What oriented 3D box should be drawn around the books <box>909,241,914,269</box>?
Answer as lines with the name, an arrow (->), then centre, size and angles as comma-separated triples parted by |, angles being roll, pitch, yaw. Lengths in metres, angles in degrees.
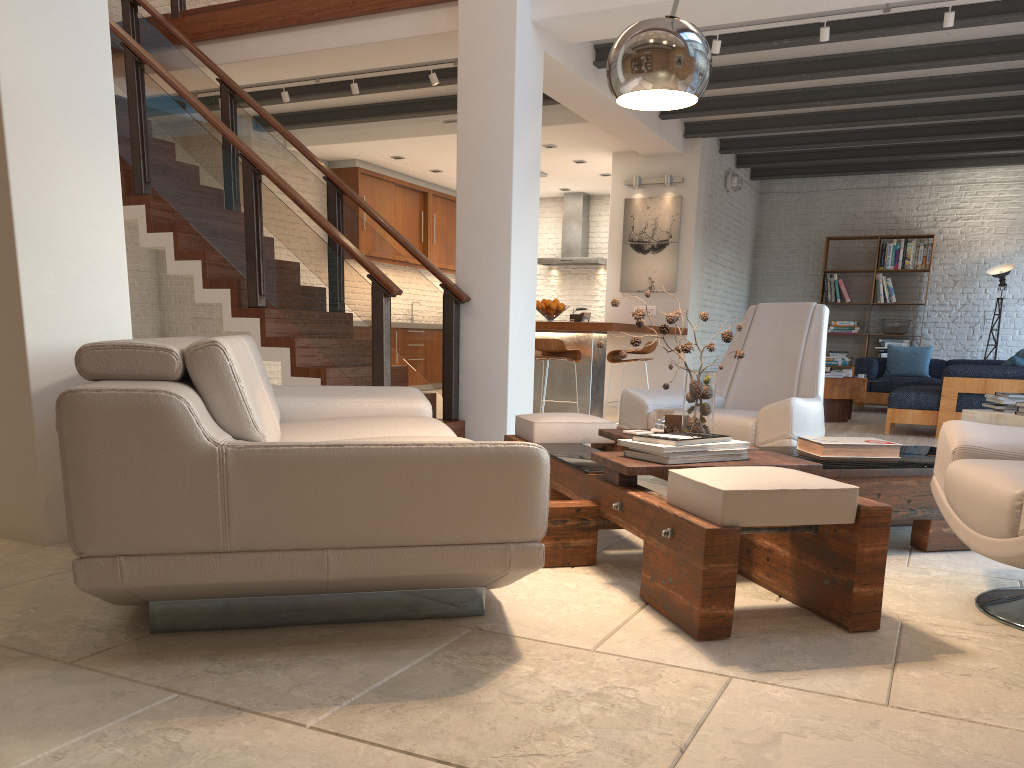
books -> 5.231, -1.674, 11.410 | 0.020, 0.370, 0.265 | 8, 11, 26

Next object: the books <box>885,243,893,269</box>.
books -> 4.990, -1.672, 11.516 | 0.055, 0.340, 0.248 | 8, 11, 26

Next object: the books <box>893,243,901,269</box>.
books -> 5.082, -1.668, 11.493 | 0.055, 0.340, 0.248 | 8, 11, 26

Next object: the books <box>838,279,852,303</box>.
books -> 4.529, -1.261, 11.856 | 0.193, 0.328, 0.248 | 7, 11, 26

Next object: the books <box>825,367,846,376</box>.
books -> 3.327, -0.130, 9.246 | 0.271, 0.112, 0.315 | -1, 5, -32

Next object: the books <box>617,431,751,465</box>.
books -> 0.595, 0.215, 2.972 | 0.399, 0.077, 0.245 | -1, 5, -32

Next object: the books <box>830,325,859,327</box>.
books -> 4.552, -0.787, 11.930 | 0.353, 0.021, 0.266 | 3, 3, 24

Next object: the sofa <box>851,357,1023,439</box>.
sofa -> 4.622, 0.074, 9.322 | 2.065, 0.679, 3.873 | 4, 4, 26

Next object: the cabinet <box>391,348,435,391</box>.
cabinet -> -0.070, -1.309, 12.178 | 4.781, 2.923, 2.198 | 1, 9, -10

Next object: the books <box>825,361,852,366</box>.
books -> 4.505, -0.288, 12.050 | 0.323, 0.057, 0.251 | 4, 4, 35

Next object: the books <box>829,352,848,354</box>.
books -> 4.513, -0.430, 12.039 | 0.241, 0.008, 0.153 | 3, 3, 25

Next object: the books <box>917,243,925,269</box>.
books -> 5.329, -1.655, 11.361 | 0.055, 0.340, 0.248 | 8, 11, 26

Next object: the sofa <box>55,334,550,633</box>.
sofa -> -0.719, 0.219, 3.135 | 1.143, 0.777, 2.269 | 0, 4, -14

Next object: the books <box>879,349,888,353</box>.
books -> 5.104, -0.442, 11.710 | 0.325, 0.057, 0.249 | 3, 4, 20

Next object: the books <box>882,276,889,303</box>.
books -> 4.985, -1.249, 11.620 | 0.123, 0.359, 0.265 | 7, 11, 26

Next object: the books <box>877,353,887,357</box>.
books -> 5.131, -0.379, 11.723 | 0.379, 0.066, 0.238 | 2, 4, 12

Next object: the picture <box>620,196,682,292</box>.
picture -> 1.548, -1.556, 9.767 | 0.650, 1.047, 0.019 | 6, 14, 24

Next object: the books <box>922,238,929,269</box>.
books -> 5.375, -1.680, 11.340 | 0.036, 0.395, 0.238 | 8, 12, 26

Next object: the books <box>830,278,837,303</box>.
books -> 4.400, -1.276, 11.924 | 0.101, 0.344, 0.248 | 7, 11, 26

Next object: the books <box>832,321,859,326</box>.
books -> 4.559, -0.826, 11.915 | 0.324, 0.057, 0.250 | 3, 4, 28

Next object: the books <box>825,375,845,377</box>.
books -> 3.320, -0.092, 9.200 | 0.252, 0.011, 0.310 | 1, 3, -5

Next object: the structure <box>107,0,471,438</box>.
structure -> -0.424, -1.709, 6.776 | 10.083, 4.262, 13.584 | 4, 5, 26

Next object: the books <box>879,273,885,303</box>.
books -> 4.933, -1.268, 11.630 | 0.102, 0.395, 0.238 | 8, 12, 26

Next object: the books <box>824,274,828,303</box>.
books -> 4.309, -1.304, 11.932 | 0.090, 0.396, 0.238 | 8, 12, 26

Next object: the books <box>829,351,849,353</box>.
books -> 4.510, -0.442, 12.023 | 0.250, 0.017, 0.159 | 3, 4, 25

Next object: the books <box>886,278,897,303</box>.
books -> 5.045, -1.237, 11.588 | 0.157, 0.339, 0.248 | 7, 11, 26

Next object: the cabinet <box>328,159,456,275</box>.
cabinet -> -1.338, -2.194, 12.188 | 0.458, 1.195, 3.277 | 7, 6, 26

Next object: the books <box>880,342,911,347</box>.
books -> 5.141, -0.523, 11.708 | 0.378, 0.066, 0.239 | 3, 4, 20

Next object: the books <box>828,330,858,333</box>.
books -> 4.537, -0.722, 11.937 | 0.378, 0.037, 0.239 | 3, 4, 21

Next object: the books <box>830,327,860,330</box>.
books -> 4.544, -0.758, 11.918 | 0.378, 0.037, 0.239 | 3, 4, 19

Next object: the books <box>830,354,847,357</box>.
books -> 4.511, -0.389, 12.049 | 0.204, 0.035, 0.130 | 3, 4, 25

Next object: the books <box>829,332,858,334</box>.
books -> 4.547, -0.692, 11.945 | 0.353, 0.021, 0.267 | 3, 3, 26

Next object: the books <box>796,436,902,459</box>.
books -> 1.369, 0.257, 3.557 | 0.326, 0.058, 0.248 | 1, 4, -4

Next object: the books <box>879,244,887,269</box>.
books -> 4.928, -1.676, 11.565 | 0.055, 0.340, 0.248 | 8, 11, 26

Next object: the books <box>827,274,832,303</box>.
books -> 4.346, -1.303, 11.923 | 0.090, 0.396, 0.238 | 8, 12, 26

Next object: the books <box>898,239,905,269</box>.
books -> 5.117, -1.693, 11.449 | 0.036, 0.395, 0.238 | 8, 12, 26

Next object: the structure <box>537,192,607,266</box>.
structure -> 0.897, -2.250, 12.669 | 0.978, 1.024, 0.446 | 5, 12, 25

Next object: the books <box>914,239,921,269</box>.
books -> 5.290, -1.685, 11.379 | 0.036, 0.395, 0.238 | 8, 12, 26

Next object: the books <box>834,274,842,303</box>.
books -> 4.437, -1.296, 11.868 | 0.120, 0.393, 0.238 | 7, 12, 26

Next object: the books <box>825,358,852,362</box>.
books -> 4.491, -0.336, 12.055 | 0.377, 0.037, 0.239 | 3, 4, 25

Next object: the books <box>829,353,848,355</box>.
books -> 4.510, -0.416, 12.051 | 0.235, 0.019, 0.167 | 3, 3, 19

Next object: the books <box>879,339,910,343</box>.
books -> 5.137, -0.575, 11.694 | 0.377, 0.037, 0.239 | 3, 4, 25

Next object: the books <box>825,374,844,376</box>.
books -> 3.307, -0.103, 9.185 | 0.252, 0.011, 0.310 | 1, 3, -5

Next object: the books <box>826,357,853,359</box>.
books -> 4.502, -0.362, 12.033 | 0.378, 0.019, 0.239 | 3, 3, 18

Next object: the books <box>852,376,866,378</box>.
books -> 3.973, -0.083, 10.170 | 0.231, 0.023, 0.158 | 1, 3, -16

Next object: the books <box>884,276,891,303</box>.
books -> 5.008, -1.249, 11.619 | 0.123, 0.359, 0.265 | 7, 11, 26

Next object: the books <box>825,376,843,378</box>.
books -> 3.315, -0.081, 9.188 | 0.252, 0.011, 0.310 | 2, 3, 5

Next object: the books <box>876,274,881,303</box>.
books -> 4.909, -1.272, 11.666 | 0.100, 0.395, 0.238 | 8, 12, 26

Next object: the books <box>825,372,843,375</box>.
books -> 3.303, -0.113, 9.175 | 0.252, 0.011, 0.310 | 2, 3, 0

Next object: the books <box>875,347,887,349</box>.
books -> 5.125, -0.480, 11.705 | 0.441, 0.021, 0.267 | 3, 3, 25
